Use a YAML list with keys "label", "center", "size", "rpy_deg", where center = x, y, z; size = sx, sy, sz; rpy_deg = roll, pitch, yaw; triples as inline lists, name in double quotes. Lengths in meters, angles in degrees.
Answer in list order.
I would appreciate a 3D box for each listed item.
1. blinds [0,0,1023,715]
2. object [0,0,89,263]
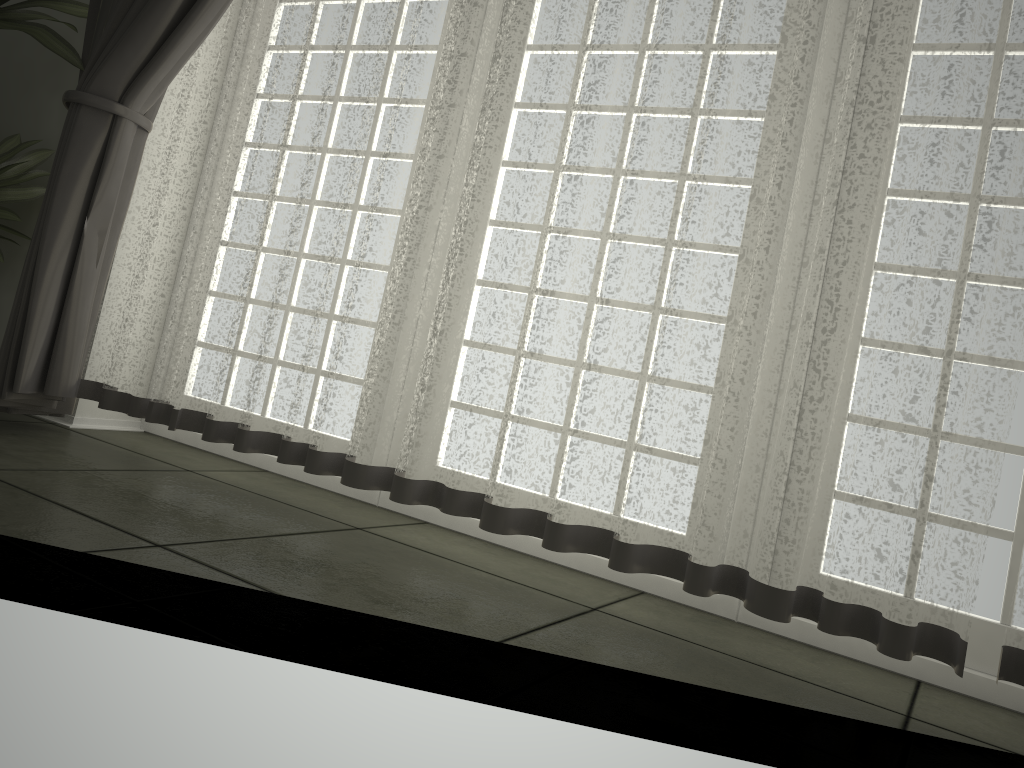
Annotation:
- label: "blinds"
  center: [0.198, -0.875, 2.051]
  size: [3.686, 2.622, 0.651]
  rpy_deg: [11, -4, 29]
- label: "object"
  center: [-1.908, -1.063, 2.712]
  size: [1.026, 2.111, 1.169]
  rpy_deg: [15, -5, -43]
